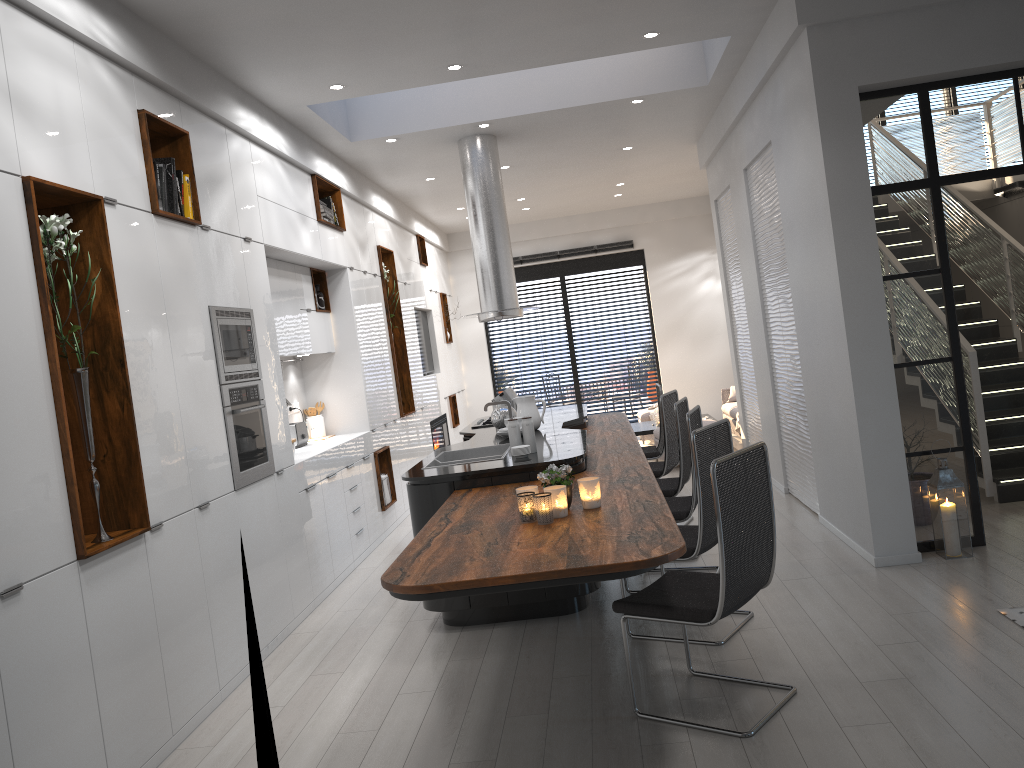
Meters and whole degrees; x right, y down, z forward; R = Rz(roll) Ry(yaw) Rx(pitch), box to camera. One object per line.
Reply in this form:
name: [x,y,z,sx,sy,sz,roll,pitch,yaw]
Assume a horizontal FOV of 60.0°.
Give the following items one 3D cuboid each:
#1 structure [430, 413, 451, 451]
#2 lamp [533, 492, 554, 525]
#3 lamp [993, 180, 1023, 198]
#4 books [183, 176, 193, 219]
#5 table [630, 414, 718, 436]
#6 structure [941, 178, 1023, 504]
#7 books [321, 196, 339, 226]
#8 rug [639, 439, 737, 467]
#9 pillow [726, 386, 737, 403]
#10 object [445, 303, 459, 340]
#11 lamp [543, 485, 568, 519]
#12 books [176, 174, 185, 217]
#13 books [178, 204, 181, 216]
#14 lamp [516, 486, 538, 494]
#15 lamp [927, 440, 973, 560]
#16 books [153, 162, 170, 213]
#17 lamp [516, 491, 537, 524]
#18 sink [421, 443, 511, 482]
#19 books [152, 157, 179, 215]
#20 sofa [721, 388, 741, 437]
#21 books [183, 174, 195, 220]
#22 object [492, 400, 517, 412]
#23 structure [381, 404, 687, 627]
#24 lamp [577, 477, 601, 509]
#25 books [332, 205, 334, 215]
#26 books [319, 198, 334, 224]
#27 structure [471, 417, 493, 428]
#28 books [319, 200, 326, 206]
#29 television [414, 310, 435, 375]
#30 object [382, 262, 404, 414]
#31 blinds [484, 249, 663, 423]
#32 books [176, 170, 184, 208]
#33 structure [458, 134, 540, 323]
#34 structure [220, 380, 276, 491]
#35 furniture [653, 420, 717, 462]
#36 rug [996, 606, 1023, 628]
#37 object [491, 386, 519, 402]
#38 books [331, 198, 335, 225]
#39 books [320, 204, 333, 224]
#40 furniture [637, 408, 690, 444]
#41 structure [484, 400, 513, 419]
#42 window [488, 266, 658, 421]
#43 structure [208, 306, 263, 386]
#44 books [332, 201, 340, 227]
structure: [-0.991,0.687,11.089,0.221,0.516,1.205,-8,2,5]
lamp: [0.130,0.507,3.602,0.078,0.120,0.078,-8,1,-12]
lamp: [5.587,-2.165,9.900,0.152,0.123,0.568,-8,2,5]
books: [-1.791,-0.966,4.693,0.184,0.244,0.033,-8,1,5]
table: [1.931,0.636,10.628,1.000,0.350,1.001,-8,2,5]
structure: [4.396,-1.219,7.879,2.393,3.600,5.807,-8,2,5]
books: [-1.616,-1.441,7.587,0.253,0.312,0.031,-8,1,5]
rug: [1.818,0.814,10.700,1.623,0.020,2.522,-8,3,5]
pillow: [3.084,0.057,10.344,0.590,0.391,2.029,-8,2,-6]
object: [-0.945,-0.908,12.642,0.480,0.626,0.315,-8,1,-4]
lamp: [0.186,0.492,3.697,0.095,0.124,0.095,-8,2,-2]
books: [-1.819,-0.960,4.637,0.190,0.253,0.026,-8,1,5]
books: [-1.831,-0.972,4.559,0.230,0.296,0.031,-8,1,5]
lamp: [0.072,0.504,3.779,0.095,0.124,0.096,-7,2,22]
lamp: [2.477,0.646,5.052,0.148,0.665,0.157,-8,1,5]
books: [-1.842,-0.966,4.444,0.236,0.278,0.106,-8,1,5]
lamp: [0.064,0.513,3.674,0.078,0.120,0.078,-8,1,-12]
sink: [-0.246,0.514,5.496,0.485,0.152,0.739,-8,2,5]
books: [-1.831,-0.994,4.519,0.268,0.321,0.047,-8,1,5]
sofa: [3.023,0.261,10.315,0.898,0.825,2.095,-8,2,5]
books: [-1.804,-0.976,4.723,0.211,0.263,0.024,-8,1,5]
object: [-0.046,0.215,7.777,0.253,0.147,0.265,-10,3,-42]
structure: [0.181,0.822,5.687,1.377,0.886,5.646,-8,2,5]
lamp: [0.335,0.468,3.799,0.095,0.124,0.096,-7,2,38]
books: [-1.626,-1.435,7.558,0.217,0.271,0.030,-8,1,5]
books: [-1.609,-1.429,7.503,0.197,0.268,0.026,-8,1,5]
structure: [-0.060,0.303,7.781,0.501,0.026,0.812,-8,3,5]
books: [-1.672,-1.458,7.273,0.250,0.047,0.307,-8,2,1]
television: [-1.146,-0.514,11.066,0.050,0.805,1.188,-8,2,5]
object: [-1.284,-0.479,9.245,0.321,1.614,0.323,-7,1,31]
blinds: [0.930,-0.562,13.811,2.584,2.719,0.358,-8,1,5]
books: [-1.831,-0.986,4.664,0.238,0.288,0.030,-8,1,5]
structure: [-0.198,-1.344,7.761,0.695,1.608,1.044,-8,1,4]
structure: [-1.701,0.302,5.083,0.495,0.570,0.595,-8,2,5]
furniture: [1.913,0.632,9.513,0.699,0.460,0.700,-8,2,0]
rug: [3.308,0.934,3.246,2.275,0.020,1.586,-8,3,5]
object: [-0.065,0.131,7.774,0.249,0.212,0.257,-6,2,41]
books: [-1.609,-1.429,7.529,0.194,0.273,0.025,-8,1,5]
books: [-1.637,-1.370,7.293,0.279,0.137,0.345,-8,2,0]
furniture: [2.042,0.513,11.822,0.699,0.460,0.700,-8,2,5]
structure: [-0.072,0.263,5.446,0.177,0.310,0.089,-8,1,5]
window: [3.773,-2.232,13.859,8.564,5.059,0.463,-8,1,4]
structure: [-1.786,-0.191,5.076,0.458,0.430,0.595,-8,2,5]
books: [-1.604,-1.441,7.665,0.210,0.267,0.026,-8,1,5]
